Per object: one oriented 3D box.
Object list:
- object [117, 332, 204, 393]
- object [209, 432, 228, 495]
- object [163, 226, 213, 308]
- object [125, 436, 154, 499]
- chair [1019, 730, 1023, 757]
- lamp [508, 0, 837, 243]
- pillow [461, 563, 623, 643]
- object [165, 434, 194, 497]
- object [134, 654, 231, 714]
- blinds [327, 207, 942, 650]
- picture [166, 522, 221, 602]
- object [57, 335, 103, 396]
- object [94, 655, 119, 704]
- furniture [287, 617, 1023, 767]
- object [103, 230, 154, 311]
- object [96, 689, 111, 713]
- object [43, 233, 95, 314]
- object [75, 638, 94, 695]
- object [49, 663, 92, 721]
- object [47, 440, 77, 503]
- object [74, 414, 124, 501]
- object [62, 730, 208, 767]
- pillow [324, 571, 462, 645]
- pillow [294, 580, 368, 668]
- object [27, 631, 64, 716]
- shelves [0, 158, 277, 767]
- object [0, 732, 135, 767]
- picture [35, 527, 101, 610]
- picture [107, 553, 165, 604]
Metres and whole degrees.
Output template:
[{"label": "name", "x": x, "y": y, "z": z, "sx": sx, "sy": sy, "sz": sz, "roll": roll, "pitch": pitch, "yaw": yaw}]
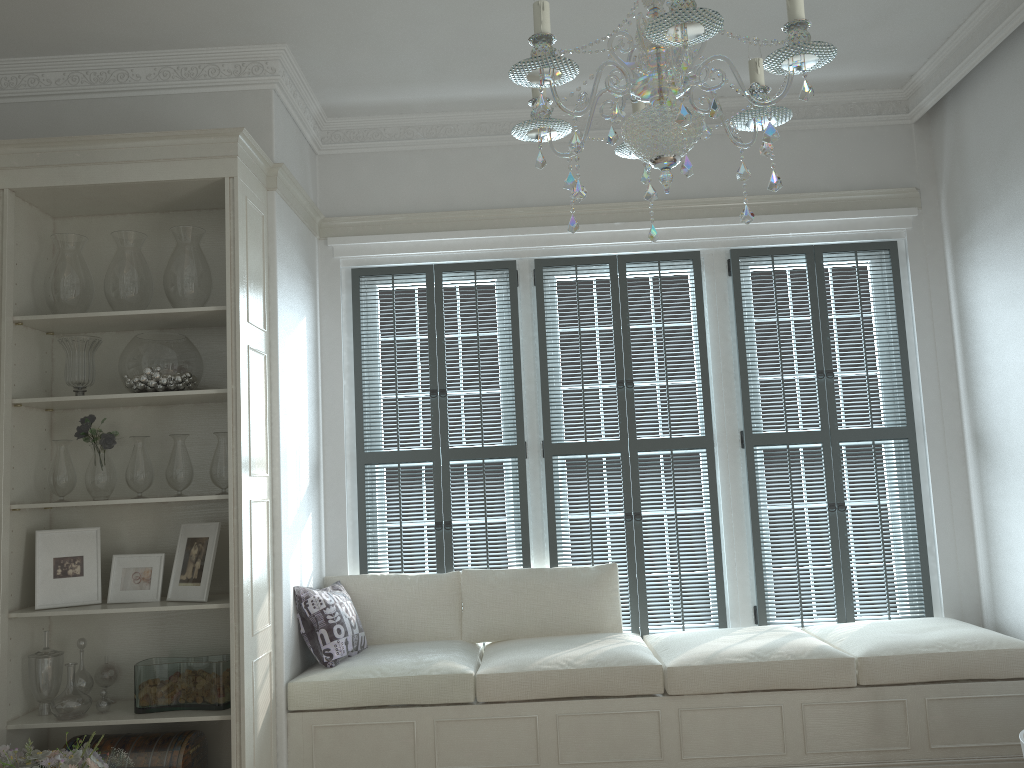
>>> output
[{"label": "object", "x": -1.432, "y": -0.072, "z": 3.620, "sx": 0.329, "sy": 0.249, "sz": 0.329, "roll": 0, "pitch": -7, "yaw": -24}, {"label": "object", "x": -1.166, "y": 0.322, "z": 3.586, "sx": 0.110, "sy": 0.251, "sz": 0.110, "roll": 1, "pitch": -7, "yaw": -27}, {"label": "object", "x": -1.336, "y": -0.457, "z": 3.658, "sx": 0.193, "sy": 0.362, "sz": 0.193, "roll": -1, "pitch": -7, "yaw": -16}, {"label": "object", "x": -1.507, "y": 0.339, "z": 3.591, "sx": 0.110, "sy": 0.251, "sz": 0.110, "roll": 1, "pitch": -7, "yaw": -27}, {"label": "chair", "x": 1.490, "y": 1.194, "z": 2.018, "sx": 0.514, "sy": 0.715, "sz": 0.478, "roll": -3, "pitch": -6, "yaw": 0}, {"label": "lamp", "x": 0.235, "y": -1.582, "z": 1.813, "sx": 0.648, "sy": 2.542, "sz": 0.577, "roll": 1, "pitch": -7, "yaw": -29}, {"label": "pillow", "x": 0.142, "y": 1.079, "z": 4.363, "sx": 0.787, "sy": 0.360, "sz": 0.193, "roll": -3, "pitch": -6, "yaw": 1}, {"label": "object", "x": -1.345, "y": 0.331, "z": 3.589, "sx": 0.110, "sy": 0.251, "sz": 0.110, "roll": 1, "pitch": -7, "yaw": -27}, {"label": "object", "x": -1.270, "y": 1.172, "z": 3.474, "sx": 0.387, "sy": 0.180, "sz": 0.171, "roll": -3, "pitch": -6, "yaw": 1}, {"label": "blinds", "x": 0.623, "y": 0.276, "z": 4.567, "sx": 3.076, "sy": 2.238, "sz": 0.141, "roll": -3, "pitch": -6, "yaw": 1}, {"label": "picture", "x": -1.249, "y": 0.702, "z": 3.517, "sx": 0.202, "sy": 0.300, "sz": 0.124, "roll": -6, "pitch": -7, "yaw": 26}, {"label": "object", "x": -1.759, "y": -0.060, "z": 3.612, "sx": 0.168, "sy": 0.256, "sz": 0.168, "roll": 3, "pitch": -8, "yaw": -41}, {"label": "object", "x": -1.649, "y": 1.201, "z": 3.605, "sx": 0.094, "sy": 0.188, "sz": 0.094, "roll": -9, "pitch": -9, "yaw": 43}, {"label": "furniture", "x": 0.653, "y": 1.386, "z": 4.014, "sx": 3.150, "sy": 0.459, "sz": 0.837, "roll": -3, "pitch": -6, "yaw": 1}, {"label": "object", "x": -1.591, "y": -0.442, "z": 3.685, "sx": 0.193, "sy": 0.362, "sz": 0.193, "roll": -1, "pitch": -7, "yaw": -16}, {"label": "object", "x": -1.584, "y": 1.228, "z": 3.439, "sx": 0.056, "sy": 0.090, "sz": 0.056, "roll": -7, "pitch": -7, "yaw": 31}, {"label": "object", "x": -1.838, "y": -0.431, "z": 3.680, "sx": 0.193, "sy": 0.362, "sz": 0.193, "roll": -1, "pitch": -7, "yaw": -16}, {"label": "object", "x": -1.726, "y": 1.157, "z": 3.556, "sx": 0.088, "sy": 0.271, "sz": 0.088, "roll": -3, "pitch": -6, "yaw": 6}, {"label": "object", "x": -1.687, "y": 1.173, "z": 3.392, "sx": 0.148, "sy": 0.200, "sz": 0.148, "roll": 1, "pitch": -8, "yaw": -32}, {"label": "object", "x": -1.824, "y": 0.355, "z": 3.595, "sx": 0.110, "sy": 0.251, "sz": 0.110, "roll": 1, "pitch": -7, "yaw": -27}, {"label": "object", "x": -1.679, "y": 0.297, "z": 3.607, "sx": 0.206, "sy": 0.355, "sz": 0.166, "roll": -8, "pitch": -8, "yaw": 40}, {"label": "object", "x": -1.448, "y": 1.493, "z": 3.388, "sx": 0.475, "sy": 0.297, "sz": 0.290, "roll": -3, "pitch": -6, "yaw": 1}, {"label": "pillow", "x": -0.589, "y": 1.119, "z": 4.376, "sx": 0.695, "sy": 0.360, "sz": 0.187, "roll": -3, "pitch": -6, "yaw": 1}, {"label": "pillow", "x": -0.813, "y": 1.101, "z": 4.077, "sx": 0.229, "sy": 0.398, "sz": 0.550, "roll": -4, "pitch": -7, "yaw": 13}, {"label": "object", "x": -1.825, "y": 1.129, "z": 3.472, "sx": 0.129, "sy": 0.315, "sz": 0.129, "roll": -3, "pitch": -6, "yaw": 6}, {"label": "shelves", "x": -1.495, "y": 0.407, "z": 3.549, "sx": 0.972, "sy": 2.523, "sz": 0.399, "roll": -3, "pitch": -6, "yaw": 1}, {"label": "object", "x": -1.529, "y": 1.466, "z": 2.853, "sx": 0.570, "sy": 0.643, "sz": 0.544, "roll": -2, "pitch": -6, "yaw": -8}, {"label": "picture", "x": -1.763, "y": 0.727, "z": 3.523, "sx": 0.231, "sy": 0.300, "sz": 0.127, "roll": 1, "pitch": -7, "yaw": -29}, {"label": "picture", "x": -1.504, "y": 0.781, "z": 3.577, "sx": 0.206, "sy": 0.192, "sz": 0.124, "roll": -2, "pitch": -6, "yaw": -4}]
